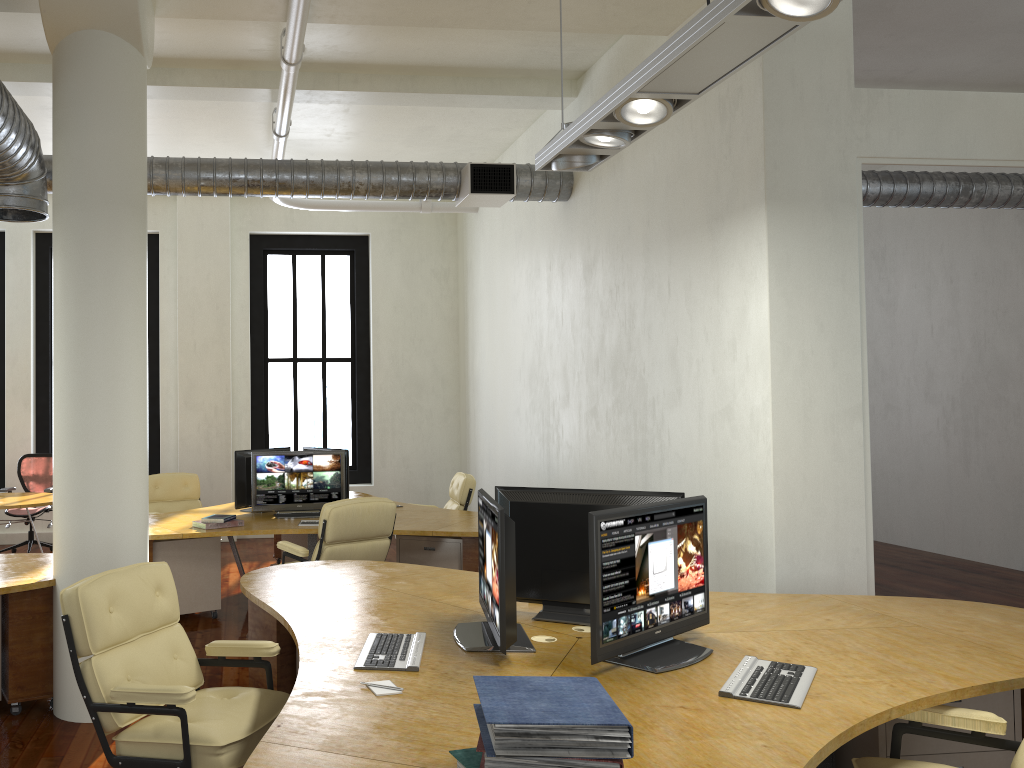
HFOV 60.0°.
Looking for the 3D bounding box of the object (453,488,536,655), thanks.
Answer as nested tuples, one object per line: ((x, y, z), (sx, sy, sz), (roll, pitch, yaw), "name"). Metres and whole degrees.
((-0.088, 0.724, 3.500), (0.290, 0.552, 0.810), (-1, -2, -6), "object")

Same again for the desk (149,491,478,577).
((-1.852, 1.506, 8.187), (3.852, 0.734, 3.545), (0, -1, -6), "desk")

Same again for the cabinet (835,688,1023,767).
((1.672, 1.371, 3.603), (0.863, 0.709, 0.913), (0, -2, -12), "cabinet")

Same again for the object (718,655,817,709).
((0.845, 0.967, 2.901), (0.249, 0.016, 0.435), (-1, -2, 27), "object")

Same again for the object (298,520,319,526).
((-1.442, 1.096, 7.004), (0.480, 0.016, 0.227), (-1, -1, 2), "object")

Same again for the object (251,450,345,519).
((-1.808, 0.845, 7.526), (0.775, 0.552, 0.303), (0, -2, -13), "object")

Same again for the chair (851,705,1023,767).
((1.405, 1.188, 2.506), (0.823, 1.021, 0.679), (-1, -2, 14), "chair")

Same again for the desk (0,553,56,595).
((-4.622, 1.443, 4.628), (3.808, 0.734, 3.560), (-1, -2, 27), "desk")

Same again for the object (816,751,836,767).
((1.089, 1.527, 3.641), (0.174, 0.411, 0.497), (0, -2, -16), "object")

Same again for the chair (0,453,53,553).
((-5.474, 1.389, 10.162), (0.725, 1.158, 0.761), (-1, -2, -3), "chair")

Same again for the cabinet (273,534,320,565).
((-2.056, 1.554, 9.230), (0.874, 0.709, 0.903), (-1, -2, -7), "cabinet")

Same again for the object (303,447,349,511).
((-1.696, 0.858, 8.074), (0.264, 0.552, 0.884), (0, -2, -38), "object")

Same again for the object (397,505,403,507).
((-1.239, 1.128, 8.324), (0.210, 0.016, 0.517), (0, -2, -34), "object")

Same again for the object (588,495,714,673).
((0.521, 0.711, 3.228), (0.321, 0.552, 0.729), (-2, -2, 43), "object")

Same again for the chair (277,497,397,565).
((-1.290, 1.318, 6.463), (0.648, 1.021, 0.857), (1, -2, -42), "chair")

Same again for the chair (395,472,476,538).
((-0.762, 1.366, 8.542), (0.771, 1.021, 0.727), (-1, -2, -7), "chair")

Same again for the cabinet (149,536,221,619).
((-2.864, 1.507, 7.079), (0.809, 0.709, 0.968), (0, -2, -37), "cabinet")

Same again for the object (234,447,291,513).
((-2.253, 0.863, 8.038), (0.317, 0.552, 0.739), (-2, -2, 26), "object")

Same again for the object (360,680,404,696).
((-0.423, 0.981, 2.874), (0.103, 0.015, 0.143), (0, -2, -25), "object")

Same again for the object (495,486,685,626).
((0.321, 0.728, 3.813), (0.874, 0.552, 0.268), (-1, -2, 26), "object")

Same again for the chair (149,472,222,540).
((-3.233, 1.394, 8.645), (0.651, 1.021, 0.853), (0, -2, -37), "chair")

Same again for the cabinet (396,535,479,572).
((-0.383, 1.482, 7.083), (0.961, 0.709, 0.816), (-1, -2, 24), "cabinet")

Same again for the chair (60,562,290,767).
((-1.266, 1.239, 3.429), (0.834, 1.021, 0.669), (-1, -2, 19), "chair")

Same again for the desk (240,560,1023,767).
((-0.021, 1.375, 3.792), (3.516, 0.734, 3.848), (1, -2, -41), "desk")

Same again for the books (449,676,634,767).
((0.064, 0.849, 2.054), (0.418, 0.227, 0.456), (-1, -1, -1), "books")

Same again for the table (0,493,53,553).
((-5.337, 1.568, 9.193), (1.567, 0.745, 1.400), (-1, -2, 15), "table")

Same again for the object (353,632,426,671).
((-0.447, 0.991, 3.310), (0.233, 0.016, 0.468), (-1, -1, 0), "object")

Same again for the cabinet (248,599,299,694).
((-0.787, 1.423, 4.648), (0.800, 0.709, 0.977), (1, -2, -42), "cabinet")

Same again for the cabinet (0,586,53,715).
((-3.111, 1.457, 5.082), (0.812, 0.709, 0.965), (0, -2, -34), "cabinet")
